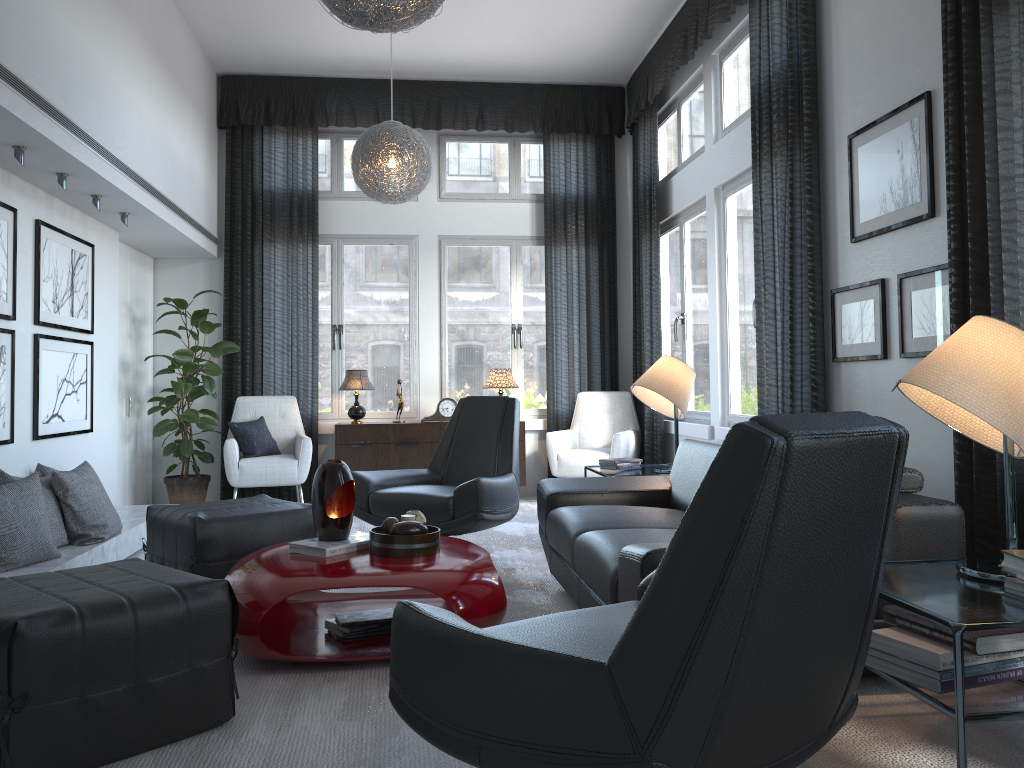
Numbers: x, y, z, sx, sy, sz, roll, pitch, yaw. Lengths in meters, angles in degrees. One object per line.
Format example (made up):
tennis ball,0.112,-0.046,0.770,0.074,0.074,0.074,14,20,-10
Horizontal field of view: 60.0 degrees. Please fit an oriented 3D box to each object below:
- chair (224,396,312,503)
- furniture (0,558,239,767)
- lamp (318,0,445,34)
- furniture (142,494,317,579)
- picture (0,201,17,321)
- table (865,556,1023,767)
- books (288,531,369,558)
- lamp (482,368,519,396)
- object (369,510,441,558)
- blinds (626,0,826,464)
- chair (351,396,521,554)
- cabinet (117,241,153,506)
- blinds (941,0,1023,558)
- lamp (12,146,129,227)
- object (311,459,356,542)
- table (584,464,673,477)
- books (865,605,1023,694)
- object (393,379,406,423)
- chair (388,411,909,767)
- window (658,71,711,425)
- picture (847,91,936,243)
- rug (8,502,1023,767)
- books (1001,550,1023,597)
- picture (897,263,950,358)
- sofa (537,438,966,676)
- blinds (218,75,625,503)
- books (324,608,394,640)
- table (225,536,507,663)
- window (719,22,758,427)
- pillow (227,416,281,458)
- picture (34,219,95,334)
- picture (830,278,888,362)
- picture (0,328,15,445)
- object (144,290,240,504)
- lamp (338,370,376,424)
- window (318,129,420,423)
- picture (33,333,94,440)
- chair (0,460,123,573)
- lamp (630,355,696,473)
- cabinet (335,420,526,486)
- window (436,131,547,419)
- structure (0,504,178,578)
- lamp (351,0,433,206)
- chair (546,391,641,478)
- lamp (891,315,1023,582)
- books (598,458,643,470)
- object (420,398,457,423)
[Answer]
chair,-1.752,0.498,6.352,0.594,0.825,0.612,0,-2,-17
furniture,-1.111,0.700,2.300,0.598,0.378,0.613,-1,-1,42
lamp,-0.420,-1.787,2.857,0.515,1.309,0.512,0,-2,-13
furniture,-1.219,0.706,3.852,0.598,0.378,0.613,0,-1,-43
picture,-2.261,-0.556,3.723,0.020,0.523,0.790,0,-1,-7
table,1.085,0.652,1.967,0.593,0.411,0.592,-1,-1,-7
books,-0.604,0.564,3.134,0.201,0.030,0.306,-1,0,38
lamp,-0.085,0.082,6.734,0.280,0.398,0.280,-1,-2,19
object,-0.370,0.514,3.062,0.242,0.133,0.242,-1,-1,30
blinds,1.150,-0.774,5.534,0.189,3.283,3.208,0,-1,-7
chair,-0.300,0.472,4.602,0.840,0.812,0.804,-1,-2,31
cabinet,-2.753,-0.020,6.159,0.191,1.898,1.170,0,-2,-7
blinds,1.647,-0.794,1.490,0.189,3.283,3.208,0,-1,-7
lamp,-1.963,-0.947,2.988,0.053,0.081,4.248,0,0,-7
object,-0.634,0.409,3.138,0.151,0.281,0.153,-2,-2,33
table,0.740,0.666,4.779,0.593,0.411,0.592,-1,-1,-7
books,0.959,0.552,1.883,0.322,0.116,0.279,-1,-1,-22
object,-0.851,0.128,6.666,0.096,0.325,0.096,0,-2,-8
chair,0.302,0.454,1.670,0.840,0.812,0.803,0,-2,-34
window,1.205,-0.894,6.251,0.133,2.327,1.266,0,-2,-7
picture,1.493,-0.838,3.521,0.020,0.468,0.588,0,-1,-7
rug,-0.106,0.868,2.748,2.954,0.032,7.760,-1,0,-7
books,1.233,0.412,1.876,0.320,0.075,0.278,-1,0,-3
picture,1.533,-0.263,3.228,0.020,0.327,0.427,0,-1,-7
sofa,0.683,0.553,3.302,0.936,0.617,1.902,-1,0,-7
blinds,-0.653,-0.747,6.928,3.212,3.283,0.188,-1,-2,-7
books,-0.514,0.844,3.135,0.272,0.054,0.204,-1,0,-31
table,-0.519,0.727,3.122,0.942,0.301,0.938,-1,0,-7
window,1.378,-0.901,4.844,0.133,2.327,1.266,0,-2,-7
pillow,-1.839,0.382,6.343,0.252,0.296,0.356,-1,-1,20
picture,-2.388,-0.551,4.755,0.020,0.523,0.790,0,-1,-7
picture,1.467,-0.261,3.764,0.020,0.327,0.427,0,-1,-7
picture,-2.256,0.010,3.698,0.020,0.523,0.790,0,-1,-7
object,-2.263,0.122,6.220,0.935,1.592,0.639,-2,-3,38
lamp,-1.157,0.095,6.602,0.280,0.398,0.280,-1,-2,19
window,-1.373,-0.860,6.977,1.268,2.327,0.133,0,-2,-7
picture,-2.381,0.015,4.730,0.020,0.523,0.790,0,-1,-7
chair,-2.119,0.572,4.124,0.391,0.432,1.334,-1,0,-7
lamp,1.065,0.351,4.312,0.474,1.017,1.166,1,-2,-33
cabinet,-0.613,0.594,6.693,1.399,0.614,0.385,-1,-2,-7
window,0.035,-0.877,7.150,1.268,2.327,0.133,0,-2,-7
structure,-1.862,0.812,2.017,0.393,0.135,7.199,-1,0,-7
lamp,-0.757,-1.773,5.580,0.512,1.309,0.514,0,-2,-13
chair,0.624,0.470,6.630,0.593,0.825,0.612,-1,-2,23
lamp,1.290,0.342,2.480,0.474,1.017,1.167,-1,-1,19
books,0.599,0.443,4.917,0.215,0.050,0.160,0,0,-35
object,-0.487,0.195,6.693,0.406,0.181,0.180,-1,-1,-7
